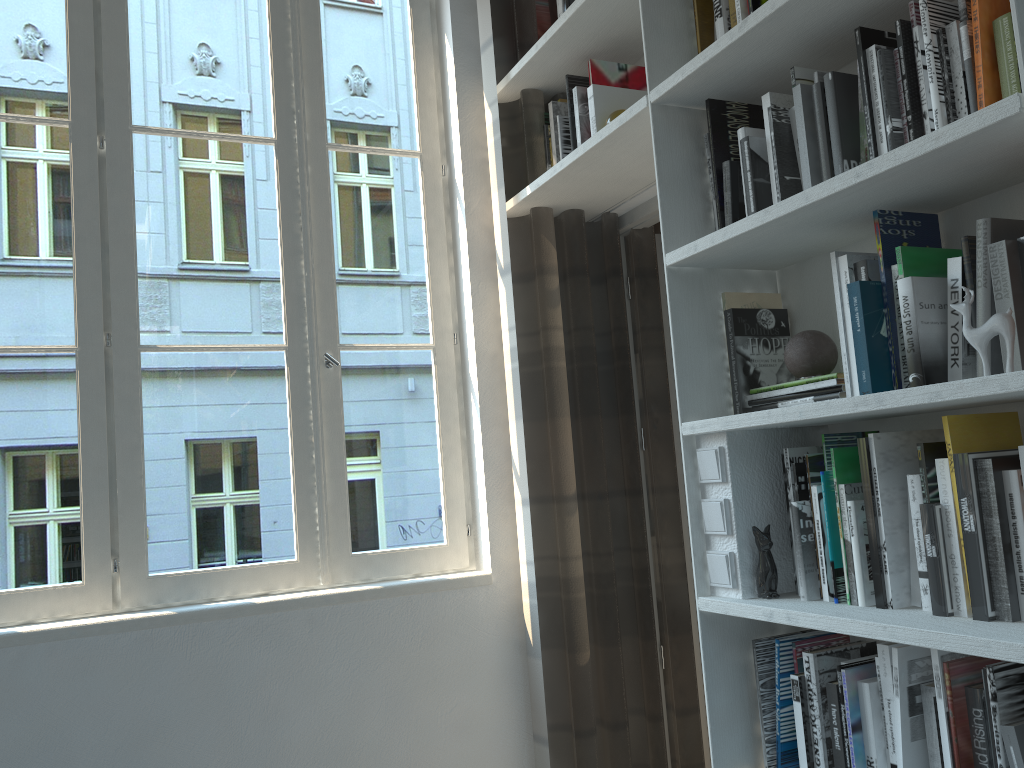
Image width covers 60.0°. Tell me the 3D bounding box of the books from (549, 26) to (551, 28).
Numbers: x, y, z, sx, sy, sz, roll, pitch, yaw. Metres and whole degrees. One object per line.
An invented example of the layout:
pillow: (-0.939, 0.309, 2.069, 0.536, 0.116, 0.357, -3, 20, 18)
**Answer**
books: (0.196, -1.015, 2.699, 0.129, 0.175, 0.121, -2, -6, -25)

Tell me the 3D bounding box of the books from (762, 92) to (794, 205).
books: (0.606, -0.454, 1.830, 0.174, 0.281, 0.024, -2, -6, -25)

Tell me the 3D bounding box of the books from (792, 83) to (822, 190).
books: (0.639, -0.451, 1.726, 0.189, 0.247, 0.021, -2, -6, -25)

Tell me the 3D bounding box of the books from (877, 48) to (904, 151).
books: (0.723, -0.466, 1.559, 0.177, 0.229, 0.013, -2, -6, -25)

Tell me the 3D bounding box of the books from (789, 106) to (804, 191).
books: (0.641, -0.441, 1.792, 0.139, 0.242, 0.049, -2, -6, -25)

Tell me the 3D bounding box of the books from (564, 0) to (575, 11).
books: (0.235, -1.089, 2.545, 0.186, 0.282, 0.023, -2, -6, -25)

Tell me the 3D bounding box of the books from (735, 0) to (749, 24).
books: (0.557, -0.800, 1.896, 0.187, 0.252, 0.014, -2, -6, -25)

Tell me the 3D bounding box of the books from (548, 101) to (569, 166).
books: (0.201, -0.703, 2.667, 0.170, 0.281, 0.023, -2, -6, -25)

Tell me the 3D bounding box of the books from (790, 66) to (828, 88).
books: (0.638, -0.472, 1.746, 0.183, 0.293, 0.011, -2, -6, -25)

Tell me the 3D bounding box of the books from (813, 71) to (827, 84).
books: (0.661, -0.465, 1.720, 0.157, 0.270, 0.011, -2, -6, -25)

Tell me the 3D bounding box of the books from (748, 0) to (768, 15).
books: (0.563, -0.816, 1.865, 0.164, 0.277, 0.011, -2, -6, -25)

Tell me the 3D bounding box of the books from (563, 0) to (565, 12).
books: (0.226, -1.088, 2.611, 0.162, 0.296, 0.012, -2, -6, -25)

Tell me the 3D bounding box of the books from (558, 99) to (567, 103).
books: (0.213, -0.711, 2.693, 0.135, 0.302, 0.013, -2, -6, -25)

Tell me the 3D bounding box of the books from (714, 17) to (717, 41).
books: (0.525, -0.789, 1.996, 0.153, 0.258, 0.062, -2, -6, -25)

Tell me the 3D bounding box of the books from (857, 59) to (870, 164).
books: (0.706, -0.469, 1.646, 0.141, 0.256, 0.048, -2, -6, -25)

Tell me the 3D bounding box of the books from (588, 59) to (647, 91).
books: (0.303, -0.743, 2.452, 0.179, 0.298, 0.013, -2, -6, -25)

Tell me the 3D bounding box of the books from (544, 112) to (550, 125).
books: (0.167, -0.691, 2.712, 0.188, 0.272, 0.011, -2, -6, -25)

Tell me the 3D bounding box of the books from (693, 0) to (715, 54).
books: (0.495, -0.786, 2.023, 0.180, 0.263, 0.012, -2, -6, -25)

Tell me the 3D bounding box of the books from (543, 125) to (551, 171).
books: (0.184, -0.670, 2.704, 0.179, 0.228, 0.013, -2, -6, -25)

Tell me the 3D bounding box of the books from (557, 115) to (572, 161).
books: (0.222, -0.678, 2.623, 0.181, 0.220, 0.010, -2, -6, -25)

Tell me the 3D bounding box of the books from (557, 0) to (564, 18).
books: (0.217, -1.045, 2.627, 0.166, 0.217, 0.034, -2, -6, -25)

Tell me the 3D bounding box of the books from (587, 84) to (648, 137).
books: (0.303, -0.702, 2.423, 0.187, 0.211, 0.029, -2, -6, -25)

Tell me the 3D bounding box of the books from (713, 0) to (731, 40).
books: (0.524, -0.763, 1.943, 0.175, 0.195, 0.026, -2, -6, -25)

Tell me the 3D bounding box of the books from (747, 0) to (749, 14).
books: (0.566, -0.816, 1.884, 0.164, 0.280, 0.020, -2, -6, -25)

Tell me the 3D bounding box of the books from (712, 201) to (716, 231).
books: (0.524, -0.428, 2.027, 0.159, 0.284, 0.012, -2, -6, -25)

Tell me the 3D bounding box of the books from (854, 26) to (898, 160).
books: (0.700, -0.494, 1.613, 0.151, 0.299, 0.013, -2, -6, -25)

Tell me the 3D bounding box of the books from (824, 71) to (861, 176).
books: (0.676, -0.457, 1.669, 0.184, 0.242, 0.023, -2, -6, -25)

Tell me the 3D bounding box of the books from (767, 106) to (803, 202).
books: (0.606, -0.438, 1.810, 0.176, 0.245, 0.011, -2, -6, -25)

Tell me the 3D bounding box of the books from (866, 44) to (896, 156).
books: (0.718, -0.475, 1.600, 0.156, 0.256, 0.021, -2, -6, -25)

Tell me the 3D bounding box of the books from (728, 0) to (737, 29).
books: (0.550, -0.786, 1.915, 0.172, 0.229, 0.030, -2, -6, -25)

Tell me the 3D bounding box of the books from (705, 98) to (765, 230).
books: (0.522, -0.460, 1.962, 0.184, 0.333, 0.012, -2, -6, -25)

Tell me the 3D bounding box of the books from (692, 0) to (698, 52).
books: (0.497, -0.778, 2.060, 0.161, 0.253, 0.012, -2, -6, -25)

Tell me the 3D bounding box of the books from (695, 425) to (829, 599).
books: (0.552, 0.268, 1.897, 0.307, 0.339, 0.106, -2, -6, -25)

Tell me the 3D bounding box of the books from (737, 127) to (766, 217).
books: (0.567, -0.422, 1.888, 0.177, 0.235, 0.022, -2, -6, -25)

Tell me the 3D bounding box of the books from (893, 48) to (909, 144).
books: (0.739, -0.468, 1.552, 0.151, 0.227, 0.013, -2, -6, -25)

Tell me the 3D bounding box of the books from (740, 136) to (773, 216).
books: (0.569, -0.409, 1.860, 0.188, 0.203, 0.028, -2, -6, -25)

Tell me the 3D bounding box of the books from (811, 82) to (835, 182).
books: (0.654, -0.450, 1.696, 0.167, 0.237, 0.024, -2, -6, -25)

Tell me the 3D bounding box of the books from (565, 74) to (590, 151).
books: (0.247, -0.729, 2.533, 0.187, 0.296, 0.013, -2, -6, -25)

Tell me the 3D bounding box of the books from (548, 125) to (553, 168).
books: (0.191, -0.669, 2.692, 0.162, 0.222, 0.013, -2, -6, -25)

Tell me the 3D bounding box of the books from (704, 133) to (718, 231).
books: (0.520, -0.424, 1.977, 0.176, 0.265, 0.027, -2, -6, -25)

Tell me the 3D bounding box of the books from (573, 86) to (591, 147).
books: (0.267, -0.705, 2.482, 0.188, 0.236, 0.021, -2, -6, -25)

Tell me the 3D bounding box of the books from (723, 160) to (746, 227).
books: (0.544, -0.388, 1.935, 0.189, 0.182, 0.037, -2, -6, -25)
